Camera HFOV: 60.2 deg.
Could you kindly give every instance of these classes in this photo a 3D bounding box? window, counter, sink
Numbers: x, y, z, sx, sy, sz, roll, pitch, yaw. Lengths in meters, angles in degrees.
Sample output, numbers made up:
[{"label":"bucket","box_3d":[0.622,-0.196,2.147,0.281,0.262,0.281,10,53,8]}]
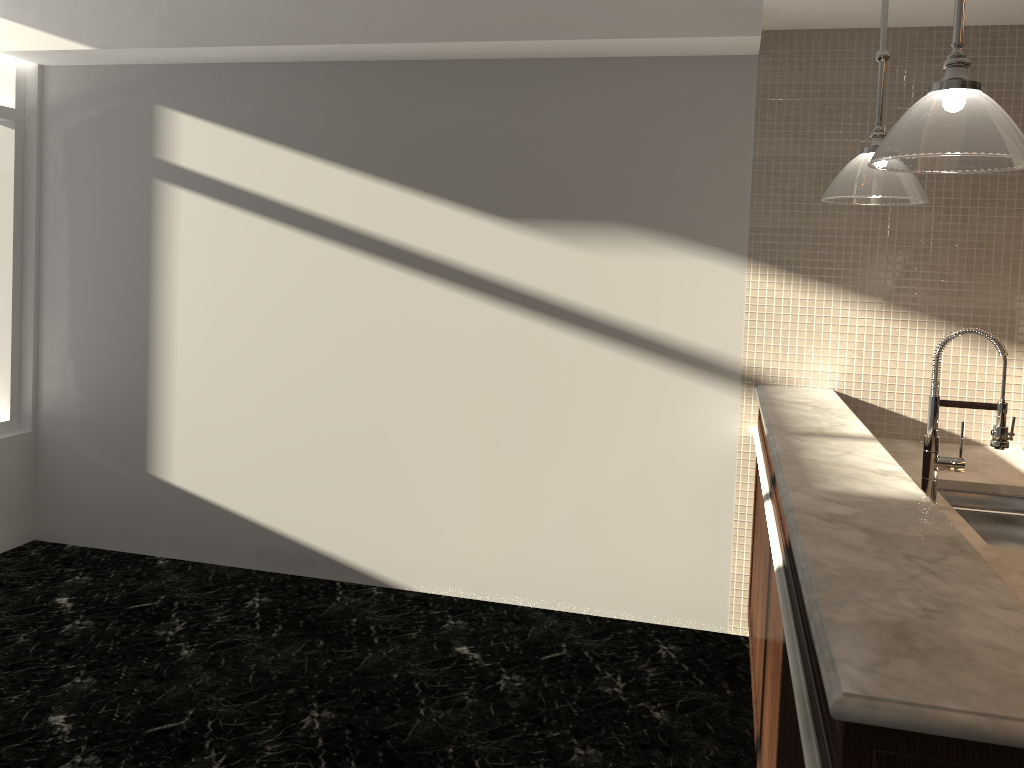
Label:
[{"label":"window","box_3d":[-2.868,-0.712,3.480,0.153,2.190,2.325,3,5,12]},{"label":"counter","box_3d":[0.860,0.206,2.351,0.328,0.032,2.874,4,8,13]},{"label":"sink","box_3d":[1.485,0.513,2.540,0.458,0.211,0.805,4,8,13]},{"label":"counter","box_3d":[1.206,0.414,2.280,1.055,0.032,2.888,4,8,13]}]

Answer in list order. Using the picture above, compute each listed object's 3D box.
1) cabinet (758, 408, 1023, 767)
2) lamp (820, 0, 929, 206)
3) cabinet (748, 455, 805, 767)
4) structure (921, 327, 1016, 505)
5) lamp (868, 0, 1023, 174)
[{"label":"cabinet","box_3d":[0.859,0.296,2.365,0.293,0.152,2.855,4,8,13]},{"label":"lamp","box_3d":[1.156,-0.963,2.767,0.318,0.780,0.318,4,4,28]},{"label":"cabinet","box_3d":[1.191,0.854,2.294,1.026,0.907,2.866,4,7,13]},{"label":"structure","box_3d":[1.329,0.099,2.568,0.244,0.528,0.051,3,3,13]},{"label":"lamp","box_3d":[0.923,-0.841,1.811,0.318,0.780,0.318,4,4,28]}]
